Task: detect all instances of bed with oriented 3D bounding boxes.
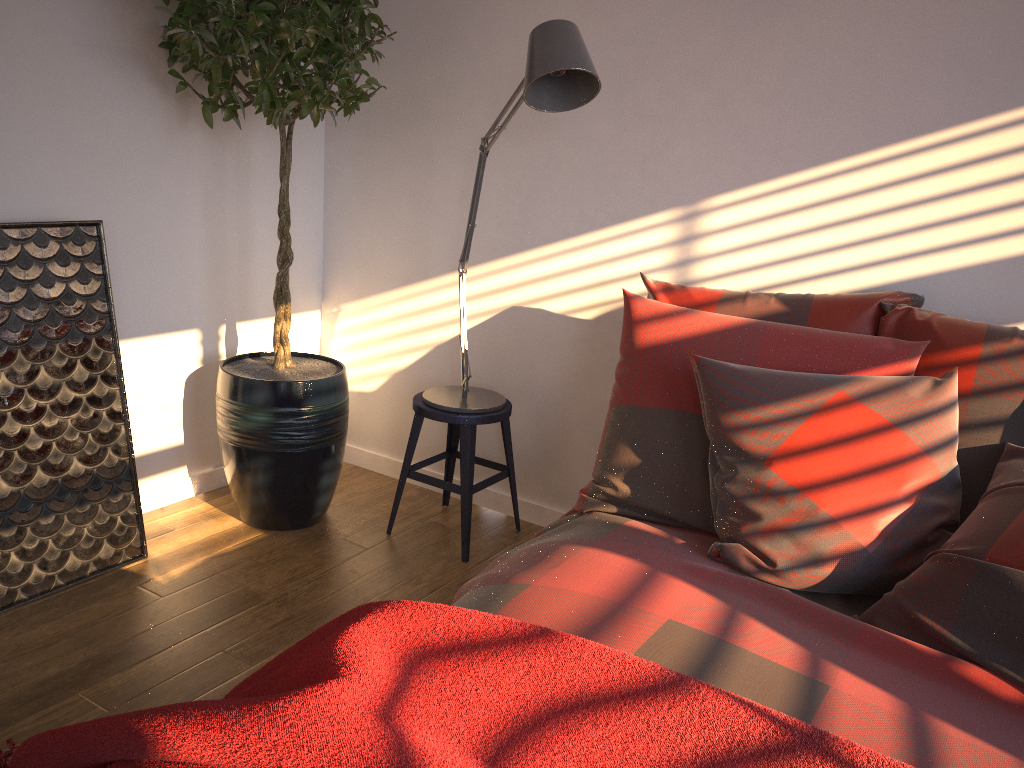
[{"bbox_3d":[0.668,0.645,1.441,2.024,0.782,2.292,14,18,29],"label":"bed"}]

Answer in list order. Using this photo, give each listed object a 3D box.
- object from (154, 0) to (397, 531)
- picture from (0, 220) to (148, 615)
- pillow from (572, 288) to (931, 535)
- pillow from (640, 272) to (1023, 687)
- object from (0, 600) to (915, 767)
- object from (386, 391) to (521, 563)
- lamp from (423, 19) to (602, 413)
[{"bbox_3d":[-0.777,-0.508,2.817,0.807,2.051,0.794,16,21,33],"label":"object"},{"bbox_3d":[-1.453,0.125,2.239,0.209,1.043,1.016,15,19,30],"label":"picture"},{"bbox_3d":[0.975,0.213,1.908,1.803,0.560,0.523,14,19,30],"label":"pillow"},{"bbox_3d":[1.023,0.262,1.850,2.130,0.745,1.133,13,18,28],"label":"pillow"},{"bbox_3d":[0.285,0.821,0.934,2.628,0.670,0.677,14,19,30],"label":"object"},{"bbox_3d":[-0.183,0.290,3.041,0.336,0.488,0.339,15,19,29],"label":"object"},{"bbox_3d":[-0.040,-0.419,2.570,0.279,1.145,0.776,-1,18,-18],"label":"lamp"}]
